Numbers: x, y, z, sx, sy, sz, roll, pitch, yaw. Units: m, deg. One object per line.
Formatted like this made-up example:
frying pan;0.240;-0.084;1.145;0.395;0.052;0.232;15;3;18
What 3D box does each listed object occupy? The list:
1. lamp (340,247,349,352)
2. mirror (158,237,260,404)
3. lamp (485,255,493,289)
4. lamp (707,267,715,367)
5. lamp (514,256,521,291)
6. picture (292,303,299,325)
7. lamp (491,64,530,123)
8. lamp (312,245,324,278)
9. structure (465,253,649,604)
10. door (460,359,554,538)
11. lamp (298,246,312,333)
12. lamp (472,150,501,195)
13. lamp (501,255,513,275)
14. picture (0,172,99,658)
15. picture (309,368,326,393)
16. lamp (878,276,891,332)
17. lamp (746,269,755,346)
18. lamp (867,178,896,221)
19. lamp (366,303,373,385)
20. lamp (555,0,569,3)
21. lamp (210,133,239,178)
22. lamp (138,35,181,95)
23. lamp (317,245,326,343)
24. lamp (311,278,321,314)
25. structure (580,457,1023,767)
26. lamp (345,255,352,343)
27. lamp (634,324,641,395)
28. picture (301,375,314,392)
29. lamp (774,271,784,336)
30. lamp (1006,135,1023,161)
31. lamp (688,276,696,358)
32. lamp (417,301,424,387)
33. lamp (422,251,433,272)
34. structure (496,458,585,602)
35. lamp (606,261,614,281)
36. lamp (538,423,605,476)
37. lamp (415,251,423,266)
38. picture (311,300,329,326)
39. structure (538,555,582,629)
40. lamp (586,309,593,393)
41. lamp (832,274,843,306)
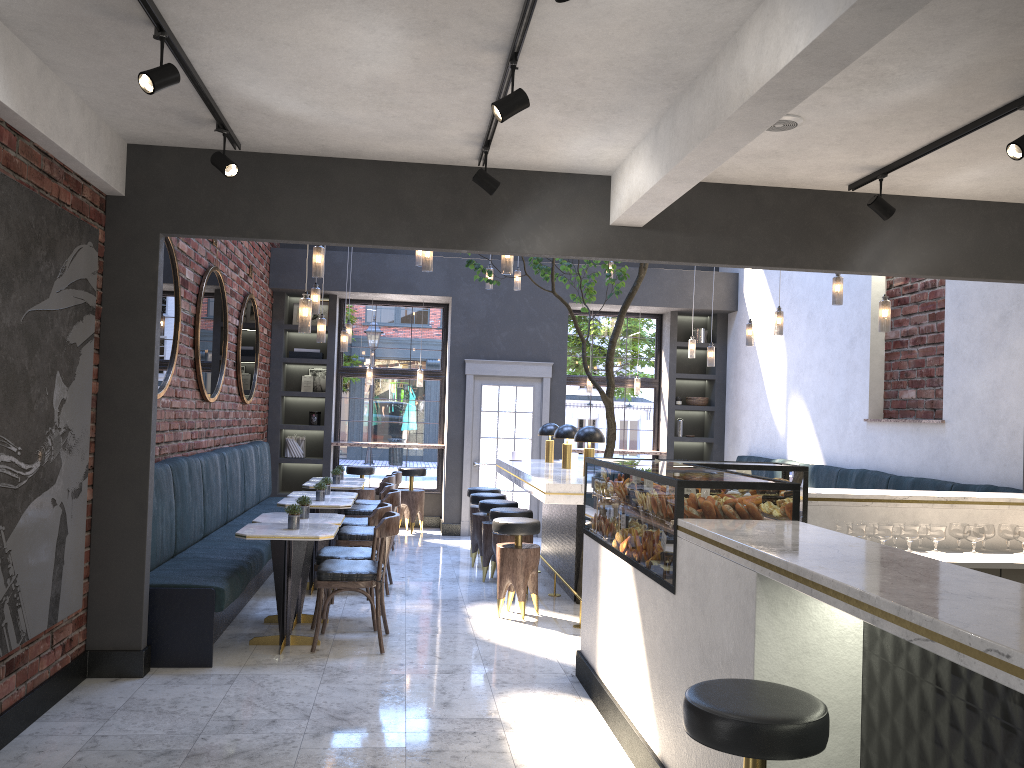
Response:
lamp;-1.708;-2.393;9.430;0.078;4.104;0.078;3;-2;-22
mirror;-2.611;-0.593;7.774;0.036;1.510;4.774;2;-2;-7
lamp;-0.177;-3.072;9.575;0.078;4.104;0.078;3;-2;-22
lamp;2.268;-2.244;9.866;0.078;4.104;0.078;3;-2;-22
lamp;0.128;-3.130;10.245;0.078;4.104;0.078;3;-2;-22
picture;-2.754;-0.903;11.625;0.230;0.313;0.061;2;-2;-7
lamp;-0.004;-1.172;3.584;0.157;0.238;0.087;2;-2;-13
lamp;-1.339;-2.824;6.475;0.078;4.104;0.078;3;-2;-22
structure;0.735;-1.174;7.323;3.744;5.987;2.807;1;-2;37
door;-0.079;0.819;11.233;1.132;2.218;0.152;2;-1;-7
lamp;-1.272;-2.382;5.783;0.078;4.104;0.078;3;-2;-22
lamp;-0.136;-1.135;4.772;0.157;0.238;0.087;2;-2;-13
lamp;0.035;-2.783;5.950;0.078;4.104;0.078;1;-2;23
picture;-2.106;0.138;3.354;0.033;2.027;2.822;2;-2;-7
picture;-2.557;-0.045;11.674;0.247;0.326;0.044;2;-1;-7
lamp;2.699;-2.418;6.316;0.078;4.104;0.078;3;-2;-22
lamp;2.406;-2.424;8.767;0.078;4.104;0.078;3;-2;-44
lamp;2.101;-1.049;5.040;0.157;0.235;0.087;2;-2;-13
lamp;-1.839;-0.704;11.583;0.078;1.428;0.078;1;-2;23
lamp;0.137;-1.205;2.498;0.087;0.238;0.157;1;-2;32
lamp;-1.491;-1.184;4.607;0.157;0.235;0.087;1;-2;34
lamp;-1.357;-1.223;3.417;0.087;0.238;0.157;1;-2;32
lamp;-1.695;-2.434;8.243;0.078;4.104;0.078;2;-1;0
lamp;-1.612;-2.647;7.609;0.078;4.104;0.078;2;-1;0
structure;2.354;1.057;2.596;3.205;1.300;5.807;2;-2;-7
lamp;-1.772;-2.508;10.002;0.078;4.104;0.078;3;-2;-22
lamp;1.715;-0.570;12.009;0.078;1.428;0.078;1;-2;23
picture;-2.684;-0.001;11.632;0.161;0.227;0.049;2;-2;-6
lamp;2.488;-2.493;8.101;0.078;4.104;0.078;3;-2;-44
lamp;2.232;-1.086;3.853;0.157;0.235;0.087;2;-2;-13
lamp;2.193;-2.357;10.529;0.078;4.104;0.078;3;-2;-22
lamp;-1.187;-0.679;11.661;0.078;1.428;0.078;3;-2;-44
lamp;-0.572;-2.902;6.752;0.078;4.104;0.078;1;-2;23
structure;0.508;1.318;8.224;0.990;1.050;3.491;2;-2;-7
lamp;1.138;-3.174;9.790;0.078;4.104;0.078;3;-2;-22
lamp;0.371;-0.967;4.671;4.183;3.255;8.836;3;-2;-24
lamp;-0.879;-3.260;9.112;0.078;4.104;0.078;3;-2;-22
picture;-2.594;-0.921;11.679;0.361;0.369;0.055;2;-1;-7
structure;0.493;1.737;8.213;0.496;0.210;3.499;2;-2;-7
lamp;1.063;-0.594;11.931;0.078;1.428;0.078;3;-2;-44
lamp;2.624;-2.672;7.017;0.078;4.104;0.078;3;-2;-22
